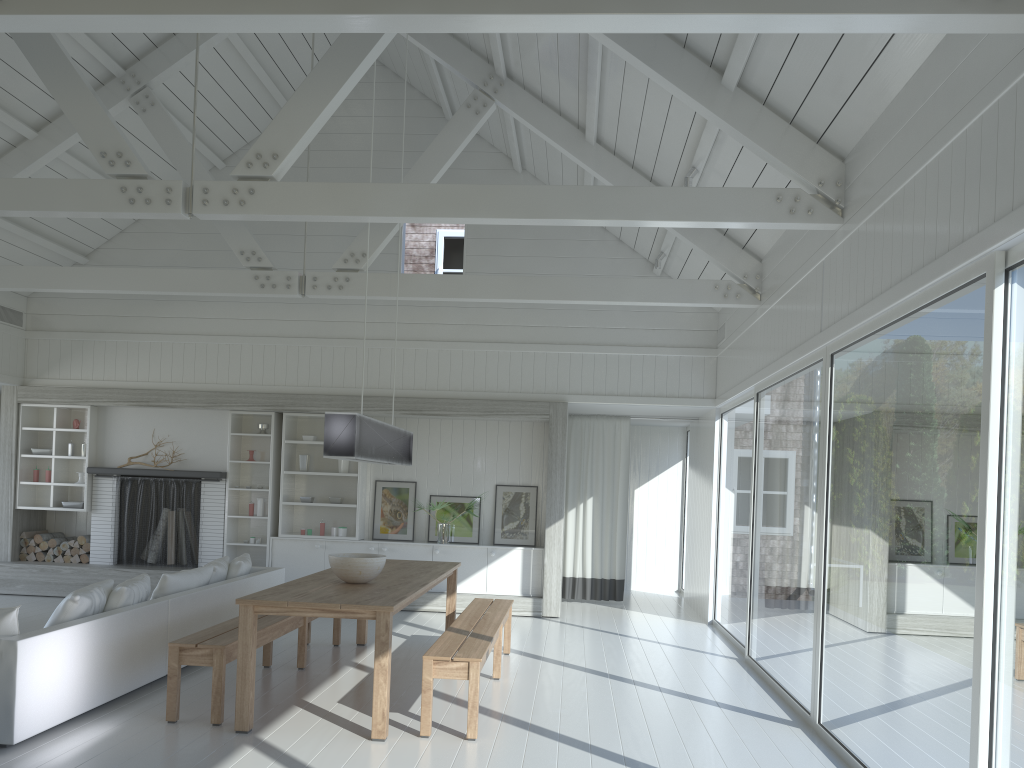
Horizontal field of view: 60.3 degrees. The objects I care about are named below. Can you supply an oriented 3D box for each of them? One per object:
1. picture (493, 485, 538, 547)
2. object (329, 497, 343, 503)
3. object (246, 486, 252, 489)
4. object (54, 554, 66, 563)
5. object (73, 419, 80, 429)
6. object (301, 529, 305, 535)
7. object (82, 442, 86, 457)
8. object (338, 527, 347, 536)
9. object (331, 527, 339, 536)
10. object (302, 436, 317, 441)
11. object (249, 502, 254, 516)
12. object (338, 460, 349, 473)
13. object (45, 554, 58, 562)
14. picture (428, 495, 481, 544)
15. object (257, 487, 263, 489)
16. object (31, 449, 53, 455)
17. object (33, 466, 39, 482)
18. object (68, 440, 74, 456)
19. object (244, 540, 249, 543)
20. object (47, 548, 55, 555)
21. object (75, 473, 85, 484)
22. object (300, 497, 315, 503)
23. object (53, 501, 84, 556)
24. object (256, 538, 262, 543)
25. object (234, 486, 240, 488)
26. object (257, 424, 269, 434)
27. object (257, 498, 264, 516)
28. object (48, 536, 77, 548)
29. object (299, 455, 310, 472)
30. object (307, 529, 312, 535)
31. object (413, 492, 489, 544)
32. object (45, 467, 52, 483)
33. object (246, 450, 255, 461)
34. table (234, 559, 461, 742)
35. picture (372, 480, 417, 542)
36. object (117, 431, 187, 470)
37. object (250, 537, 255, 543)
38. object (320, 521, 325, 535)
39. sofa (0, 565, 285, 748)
[{"bbox_3d":[0.042,1.535,10.283,0.494,0.703,0.065,2,0,4],"label":"picture"},{"bbox_3d":[-2.087,1.384,10.473,0.141,0.066,0.142,2,-5,4],"label":"object"},{"bbox_3d":[-3.104,1.220,10.393,0.054,0.025,0.054,2,-5,4],"label":"object"},{"bbox_3d":[-5.329,2.115,10.672,0.134,0.146,0.550,2,-6,4],"label":"object"},{"bbox_3d":[-5.162,0.477,10.452,0.059,0.126,0.231,3,-5,-41],"label":"object"},{"bbox_3d":[-2.453,1.730,10.344,0.054,0.071,0.054,3,-3,-17],"label":"object"},{"bbox_3d":[-5.069,0.766,10.452,0.054,0.196,0.054,2,-1,5],"label":"object"},{"bbox_3d":[-1.978,1.723,10.297,0.085,0.111,0.085,0,-3,39],"label":"object"},{"bbox_3d":[-2.068,1.737,10.371,0.091,0.095,0.090,0,-4,38],"label":"object"},{"bbox_3d":[-2.379,0.645,10.358,0.141,0.066,0.142,2,-5,4],"label":"object"},{"bbox_3d":[-3.074,1.457,10.407,0.054,0.196,0.054,2,-1,3],"label":"object"},{"bbox_3d":[-1.972,0.947,10.327,0.103,0.196,0.102,4,-2,-41],"label":"object"},{"bbox_3d":[-5.455,2.077,10.673,0.105,0.114,0.519,2,-6,3],"label":"object"},{"bbox_3d":[-0.675,1.590,10.343,0.609,0.553,0.053,2,0,4],"label":"picture"},{"bbox_3d":[-2.982,1.230,10.439,0.054,0.025,0.054,2,-5,4],"label":"object"},{"bbox_3d":[-5.570,0.815,10.503,0.242,0.072,0.243,3,-6,-11],"label":"object"},{"bbox_3d":[-5.662,1.068,10.492,0.054,0.196,0.054,2,-1,5],"label":"object"},{"bbox_3d":[-5.234,0.761,10.464,0.054,0.196,0.054,2,-1,5],"label":"object"},{"bbox_3d":[-3.138,1.862,10.410,0.054,0.025,0.054,2,-5,4],"label":"object"},{"bbox_3d":[-5.442,2.004,10.651,0.080,0.080,0.480,2,-6,3],"label":"object"},{"bbox_3d":[-5.109,1.117,10.449,0.137,0.130,0.137,3,-4,-8],"label":"object"},{"bbox_3d":[-2.405,1.358,10.354,0.141,0.066,0.142,2,-5,4],"label":"object"},{"bbox_3d":[-5.276,1.735,10.619,0.341,0.642,0.614,2,-3,-11],"label":"object"},{"bbox_3d":[-2.986,1.848,10.397,0.058,0.061,0.057,2,-3,4],"label":"object"},{"bbox_3d":[-3.226,1.210,10.348,0.054,0.025,0.054,2,-5,4],"label":"object"},{"bbox_3d":[-2.929,0.535,10.374,0.161,0.124,0.162,-1,-5,37],"label":"object"},{"bbox_3d":[-2.968,1.452,10.397,0.072,0.211,0.071,2,-1,4],"label":"object"},{"bbox_3d":[-5.423,1.912,10.664,0.109,0.109,0.496,2,-6,3],"label":"object"},{"bbox_3d":[-2.439,0.934,10.360,0.102,0.196,0.103,2,-2,4],"label":"object"},{"bbox_3d":[-2.382,1.740,10.365,0.058,0.061,0.057,3,-3,-18],"label":"object"},{"bbox_3d":[-0.738,1.514,10.051,0.971,0.629,0.624,2,-3,2],"label":"object"},{"bbox_3d":[-5.511,1.072,10.481,0.054,0.196,0.054,2,-1,5],"label":"object"},{"bbox_3d":[-3.077,0.851,10.409,0.137,0.130,0.137,6,-5,-43],"label":"object"},{"bbox_3d":[-1.022,1.784,6.415,0.905,0.761,2.963,2,-6,4],"label":"table"},{"bbox_3d":[-1.384,1.493,10.384,0.494,0.703,0.065,2,0,4],"label":"picture"},{"bbox_3d":[-4.145,0.757,10.247,0.784,0.502,0.458,4,-4,-26],"label":"object"},{"bbox_3d":[-3.060,1.841,10.404,0.054,0.071,0.054,2,-3,3],"label":"object"},{"bbox_3d":[-2.224,1.677,10.345,0.054,0.196,0.054,2,-1,3],"label":"object"},{"bbox_3d":[-4.090,1.699,6.629,3.475,0.736,4.154,2,-6,4],"label":"sofa"}]
